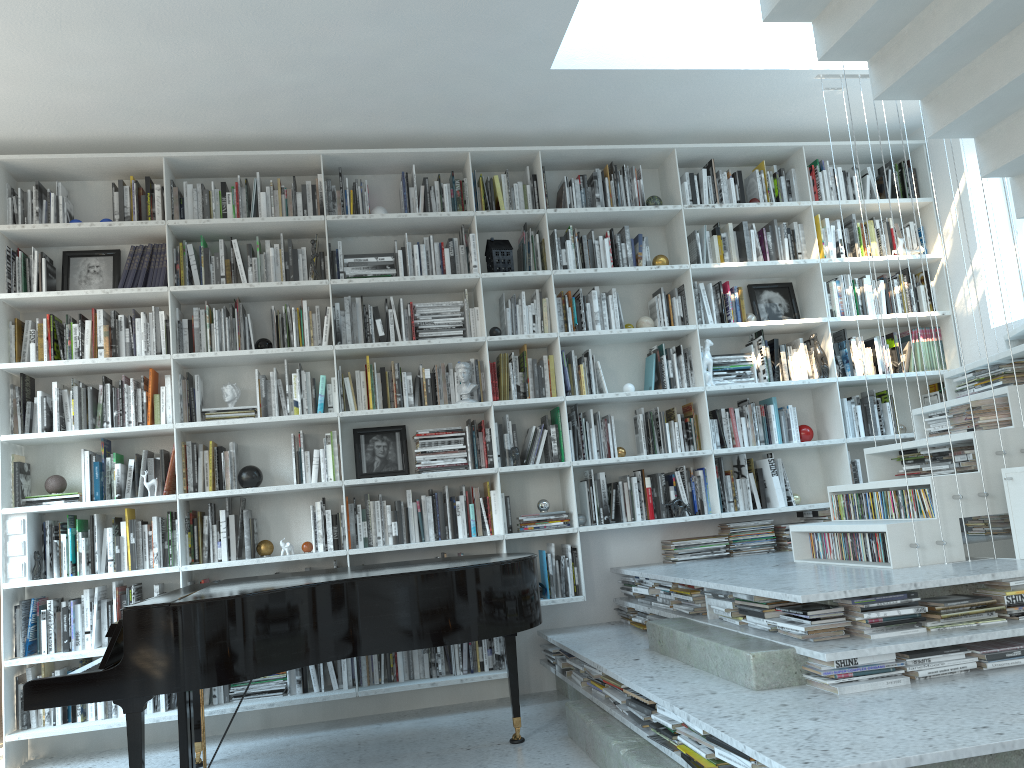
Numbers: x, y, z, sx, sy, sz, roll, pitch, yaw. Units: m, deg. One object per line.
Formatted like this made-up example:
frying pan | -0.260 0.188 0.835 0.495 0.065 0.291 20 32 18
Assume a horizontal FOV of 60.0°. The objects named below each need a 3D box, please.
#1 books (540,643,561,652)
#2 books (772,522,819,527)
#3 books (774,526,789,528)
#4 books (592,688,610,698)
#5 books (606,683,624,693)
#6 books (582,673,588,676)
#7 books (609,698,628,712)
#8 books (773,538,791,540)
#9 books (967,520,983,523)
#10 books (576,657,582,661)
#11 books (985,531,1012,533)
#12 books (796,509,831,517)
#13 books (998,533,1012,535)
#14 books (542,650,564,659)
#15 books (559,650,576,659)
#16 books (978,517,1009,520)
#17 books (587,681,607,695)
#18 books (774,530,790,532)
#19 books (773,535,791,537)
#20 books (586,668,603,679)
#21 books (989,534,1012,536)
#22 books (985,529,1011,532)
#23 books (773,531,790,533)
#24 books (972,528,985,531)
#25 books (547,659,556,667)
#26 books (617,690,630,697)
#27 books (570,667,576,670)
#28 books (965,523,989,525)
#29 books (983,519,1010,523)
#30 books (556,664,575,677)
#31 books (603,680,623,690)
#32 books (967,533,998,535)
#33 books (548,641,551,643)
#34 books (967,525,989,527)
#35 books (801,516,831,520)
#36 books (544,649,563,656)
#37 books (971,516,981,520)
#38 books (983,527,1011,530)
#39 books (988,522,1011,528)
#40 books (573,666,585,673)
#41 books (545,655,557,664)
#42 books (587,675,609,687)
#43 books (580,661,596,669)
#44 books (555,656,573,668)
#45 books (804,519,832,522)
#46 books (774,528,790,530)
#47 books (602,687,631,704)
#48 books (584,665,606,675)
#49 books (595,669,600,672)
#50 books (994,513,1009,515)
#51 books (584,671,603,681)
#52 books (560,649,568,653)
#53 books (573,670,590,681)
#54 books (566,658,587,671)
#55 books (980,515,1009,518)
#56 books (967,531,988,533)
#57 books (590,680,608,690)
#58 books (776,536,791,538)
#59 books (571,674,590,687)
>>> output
books | 0.277 1.444 4.878 0.191 0.013 0.244 -3 -9 -15
books | 1.758 0.841 5.359 0.367 0.007 0.206 -4 -9 -9
books | 1.760 0.847 5.349 0.367 0.007 0.206 -3 -9 -16
books | 0.461 1.376 3.982 0.157 0.014 0.180 -3 -9 -14
books | 0.506 1.251 3.690 0.169 0.009 0.242 -4 -9 -11
books | 0.413 1.390 4.292 0.149 0.007 0.301 -4 -9 -11
books | 0.506 1.322 3.679 0.161 0.008 0.254 -5 -8 -6
books | 1.765 0.917 5.352 0.367 0.007 0.206 -4 -9 -10
books | 2.770 0.778 5.082 0.254 0.015 0.159 -3 -9 -14
books | 0.396 1.320 4.300 0.159 0.006 0.285 -4 -9 -9
books | 2.756 0.804 4.868 0.243 0.008 0.147 -3 -9 -14
books | 1.875 0.776 5.350 0.204 0.035 0.267 -4 -9 -10
books | 2.763 0.808 4.836 0.190 0.011 0.091 -3 -9 -13
books | 0.286 1.477 4.875 0.177 0.012 0.279 -3 -9 -15
books | 0.346 1.393 4.597 0.160 0.009 0.292 -4 -9 -9
books | 2.747 0.734 4.892 0.262 0.006 0.185 -4 -9 -10
books | 0.455 1.356 3.984 0.159 0.012 0.293 -3 -9 -14
books | 1.763 0.871 5.347 0.327 0.008 0.208 -5 -8 -6
books | 1.765 0.901 5.348 0.367 0.007 0.206 -4 -9 -8
books | 0.437 1.291 3.991 0.182 0.016 0.199 -5 -8 -6
books | 2.760 0.826 4.856 0.230 0.020 0.142 -4 -9 -11
books | 2.754 0.795 4.877 0.224 0.012 0.160 -4 -8 -7
books | 1.761 0.880 5.357 0.367 0.007 0.206 -4 -9 -12
books | 2.776 0.819 5.065 0.237 0.017 0.138 -3 -9 -14
books | 0.303 1.523 4.871 0.171 0.016 0.241 -4 -9 -11
books | 0.511 1.260 3.690 0.155 0.009 0.298 -4 -9 -10
books | 0.354 1.449 4.589 0.147 0.012 0.206 -3 -9 -16
books | 2.772 0.790 5.076 0.286 0.010 0.165 -4 -9 -11
books | 2.750 0.743 4.878 0.232 0.017 0.163 -4 -9 -11
books | 0.344 1.470 4.584 0.189 0.030 0.238 -4 -9 -11
books | 0.497 1.241 3.690 0.165 0.014 0.236 -3 -9 -16
books | 2.779 0.845 5.062 0.290 0.008 0.147 -4 -9 -10
books | 0.295 1.412 4.886 0.158 0.014 0.235 -3 -9 -13
books | 2.775 0.801 5.066 0.249 0.006 0.189 -3 -9 -16
books | 1.892 0.803 5.349 0.159 0.012 0.285 -3 -9 -15
books | 0.288 1.467 4.877 0.187 0.009 0.211 -4 -9 -12
books | 2.769 0.756 5.082 0.185 0.027 0.161 -4 -9 -9
books | 2.755 0.783 4.869 0.259 0.009 0.153 -4 -9 -10
books | 2.752 0.765 4.875 0.179 0.029 0.152 -3 -9 -15
books | 0.393 1.366 4.292 0.171 0.020 0.194 -4 -8 -7
books | 0.290 1.502 4.872 0.179 0.012 0.262 -4 -9 -8
books | 0.451 1.325 3.988 0.159 0.011 0.246 -3 -9 -15
books | 0.429 1.255 3.995 0.193 0.005 0.225 -3 -9 -15
books | 0.332 1.430 4.588 0.191 0.028 0.213 -4 -8 -7
books | 1.895 0.821 5.347 0.165 0.015 0.243 -4 -9 -8
books | 1.760 0.864 5.356 0.327 0.008 0.208 -4 -9 -9
books | 0.500 1.284 3.684 0.182 0.013 0.288 -4 -9 -10
books | 0.443 1.276 3.994 0.171 0.015 0.253 -3 -9 -14
books | 0.444 1.262 3.996 0.174 0.011 0.228 -4 -9 -12
books | 2.746 0.700 4.887 0.204 0.028 0.163 -4 -9 -9
books | 0.444 1.303 3.990 0.169 0.009 0.242 -3 -9 -15
books | 0.355 1.386 4.599 0.126 0.005 0.291 -3 -9 -16
books | 0.400 1.401 4.288 0.172 0.014 0.221 -4 -9 -10
books | 0.388 1.349 4.294 0.180 0.015 0.294 -3 -9 -13
books | 2.746 0.723 4.893 0.233 0.015 0.170 -5 -8 -6
books | 2.778 0.832 5.062 0.297 0.010 0.142 -4 -9 -12
books | 0.459 1.344 3.987 0.165 0.012 0.205 -4 -9 -11
books | 1.764 0.910 5.353 0.327 0.008 0.208 -4 -9 -10
books | 0.396 1.421 4.284 0.177 0.026 0.230 -4 -8 -8
